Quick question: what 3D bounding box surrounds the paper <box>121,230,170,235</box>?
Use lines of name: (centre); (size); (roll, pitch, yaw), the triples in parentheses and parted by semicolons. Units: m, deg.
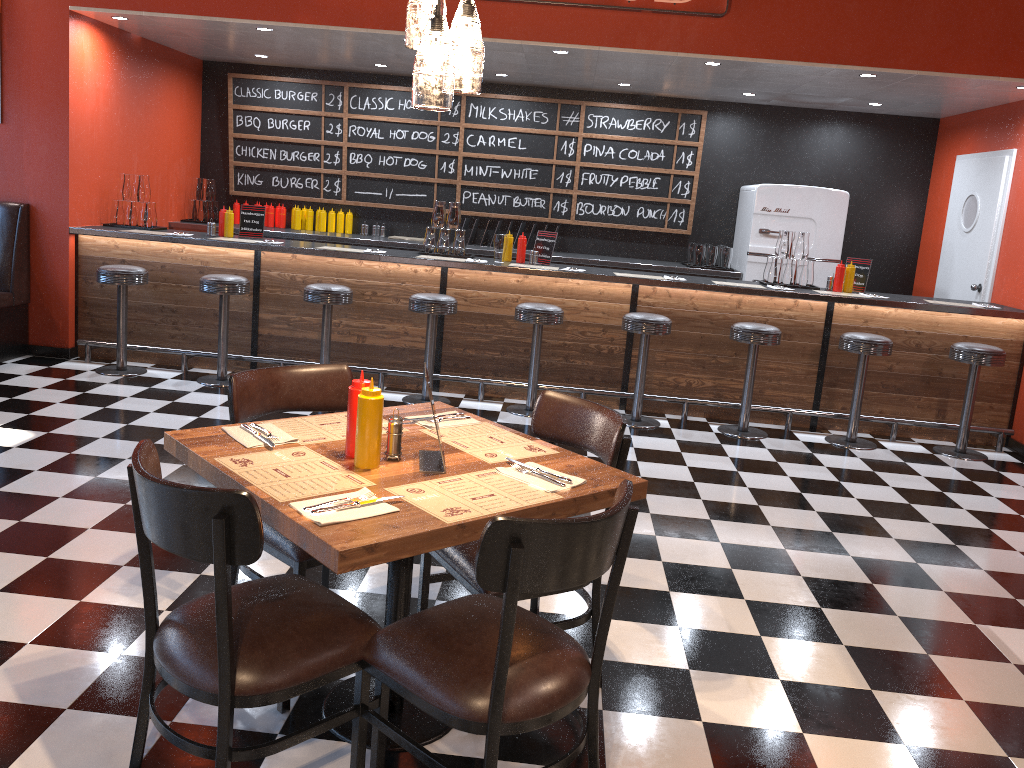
paper: (-2.747, -1.151, 6.724); (0.365, 0.001, 0.263); (6, 12, 4)

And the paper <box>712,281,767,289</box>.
paper: (1.673, -0.733, 6.538); (0.365, 0.001, 0.263); (6, 12, 4)

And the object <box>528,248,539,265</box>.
object: (0.168, -0.977, 6.760); (0.047, 0.135, 0.094); (-2, 13, -36)

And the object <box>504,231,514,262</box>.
object: (-0.028, -1.069, 6.864); (0.068, 0.236, 0.068); (8, 10, 16)

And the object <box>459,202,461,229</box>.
object: (-0.448, -1.321, 6.944); (0.105, 0.207, 0.106); (-4, 13, -41)

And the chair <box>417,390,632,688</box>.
chair: (0.047, 0.495, 2.823); (0.544, 0.861, 0.490); (-1, 12, -30)

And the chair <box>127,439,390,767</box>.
chair: (-0.633, 0.581, 2.149); (0.489, 0.861, 0.546); (14, 14, 41)

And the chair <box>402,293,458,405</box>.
chair: (-0.584, -0.253, 6.304); (0.350, 0.769, 0.349); (14, 14, 42)

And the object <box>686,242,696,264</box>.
object: (1.713, -1.243, 8.455); (0.105, 0.207, 0.106); (-4, 13, -41)

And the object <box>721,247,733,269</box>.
object: (1.941, -1.132, 8.024); (0.105, 0.207, 0.106); (-4, 13, -41)

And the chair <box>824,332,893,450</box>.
chair: (2.406, 0.036, 6.146); (0.348, 0.769, 0.351); (6, 10, 8)

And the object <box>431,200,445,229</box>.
object: (-0.567, -1.311, 6.851); (0.105, 0.207, 0.106); (-4, 13, -41)

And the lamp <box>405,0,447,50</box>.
lamp: (-0.156, -1.867, 2.239); (0.108, 1.951, 0.109); (4, 10, -5)

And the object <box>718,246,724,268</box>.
object: (1.942, -1.156, 8.137); (0.105, 0.207, 0.106); (-4, 13, -41)

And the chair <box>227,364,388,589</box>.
chair: (-0.663, 0.405, 2.961); (0.547, 0.861, 0.487); (14, 14, 42)

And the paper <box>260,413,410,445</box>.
paper: (-0.535, 0.129, 2.683); (0.366, 0.001, 0.262); (-6, 16, -41)

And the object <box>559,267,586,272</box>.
object: (0.456, -0.850, 6.559); (0.158, 0.019, 0.256); (9, 13, 18)

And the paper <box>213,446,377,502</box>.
paper: (-0.553, 0.221, 2.241); (0.261, 0.001, 0.367); (-6, 16, -41)

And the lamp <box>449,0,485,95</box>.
lamp: (-0.052, -1.735, 2.196); (0.108, 1.951, 0.109); (3, 10, -10)

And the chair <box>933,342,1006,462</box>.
chair: (3.154, 0.109, 6.107); (0.349, 0.769, 0.350); (-4, 13, -41)

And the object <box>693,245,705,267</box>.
object: (1.695, -1.157, 8.040); (0.105, 0.207, 0.106); (-4, 13, -41)

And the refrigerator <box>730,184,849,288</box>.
refrigerator: (2.480, -0.913, 8.173); (0.803, 1.790, 0.856); (5, 10, 3)

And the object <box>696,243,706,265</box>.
object: (1.769, -1.216, 8.347); (0.105, 0.207, 0.106); (-4, 13, -41)

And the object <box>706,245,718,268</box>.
object: (1.818, -1.155, 8.082); (0.105, 0.207, 0.106); (-4, 13, -41)

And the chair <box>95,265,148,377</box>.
chair: (-2.826, -0.470, 6.422); (0.349, 0.769, 0.350); (-4, 13, -41)

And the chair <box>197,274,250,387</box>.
chair: (-2.078, -0.398, 6.383); (0.349, 0.769, 0.351); (-3, 12, -36)

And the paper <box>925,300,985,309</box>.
paper: (3.214, -0.583, 6.449); (0.366, 0.001, 0.263); (8, 12, 13)

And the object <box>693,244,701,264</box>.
object: (1.714, -1.178, 8.146); (0.105, 0.207, 0.106); (-4, 13, -41)

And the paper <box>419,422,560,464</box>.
paper: (-0.073, 0.172, 2.666); (0.261, 0.001, 0.368); (-5, 15, -38)

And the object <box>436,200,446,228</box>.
object: (-0.565, -1.330, 6.941); (0.105, 0.207, 0.106); (-4, 13, -41)

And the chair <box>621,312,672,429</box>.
chair: (0.911, -0.108, 6.225); (0.349, 0.769, 0.350); (-4, 13, -41)

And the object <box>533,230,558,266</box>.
object: (0.246, -1.047, 6.828); (0.189, 0.255, 0.072); (13, 13, 37)

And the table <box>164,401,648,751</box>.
table: (-0.334, 0.576, 2.514); (0.961, 0.768, 0.962); (-5, 15, -41)

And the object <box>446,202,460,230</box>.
object: (-0.450, -1.297, 6.833); (0.105, 0.207, 0.106); (-4, 13, -41)

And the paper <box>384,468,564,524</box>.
paper: (-0.092, 0.271, 2.194); (0.366, 0.001, 0.262); (-6, 16, -41)

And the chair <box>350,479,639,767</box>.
chair: (-0.030, 0.636, 2.130); (0.547, 0.861, 0.487); (14, 14, 42)

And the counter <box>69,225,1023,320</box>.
counter: (0.223, -0.875, 6.745); (7.041, 0.050, 0.680); (6, 12, 3)

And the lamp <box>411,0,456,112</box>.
lamp: (-0.123, -1.661, 2.102); (0.108, 1.951, 0.109); (-3, 12, -40)

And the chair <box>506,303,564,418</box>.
chair: (0.164, -0.181, 6.265); (0.349, 0.769, 0.350); (-4, 13, -41)

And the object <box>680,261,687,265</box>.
object: (1.829, -1.130, 8.424); (0.437, 0.018, 0.275); (6, 12, 3)

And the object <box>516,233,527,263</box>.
object: (0.075, -1.052, 6.826); (0.068, 0.236, 0.068); (8, 10, 16)

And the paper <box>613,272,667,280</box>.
paper: (0.941, -0.797, 6.542); (0.365, 0.001, 0.263); (5, 12, -1)

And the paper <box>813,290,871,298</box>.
paper: (2.416, -0.660, 6.491); (0.365, 0.001, 0.263); (6, 12, 4)

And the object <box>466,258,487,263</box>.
object: (-0.262, -0.925, 6.622); (0.157, 0.019, 0.257); (5, 12, -1)

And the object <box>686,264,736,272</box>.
object: (1.816, -1.067, 8.124); (0.437, 0.018, 0.275); (6, 12, 3)

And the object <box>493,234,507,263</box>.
object: (-0.092, -1.028, 6.718); (0.105, 0.207, 0.106); (-4, 13, -41)

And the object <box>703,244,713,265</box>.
object: (1.855, -1.232, 8.458); (0.105, 0.207, 0.106); (-4, 13, -41)

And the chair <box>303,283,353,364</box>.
chair: (-1.331, -0.325, 6.343); (0.349, 0.769, 0.351); (-3, 12, -36)

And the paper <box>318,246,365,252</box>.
paper: (-1.270, -1.016, 6.682); (0.365, 0.001, 0.263); (6, 12, 4)

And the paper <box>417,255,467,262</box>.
paper: (-0.520, -0.941, 6.630); (0.365, 0.001, 0.263); (6, 12, 4)

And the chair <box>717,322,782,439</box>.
chair: (1.659, -0.036, 6.186); (0.348, 0.769, 0.351); (5, 10, 3)

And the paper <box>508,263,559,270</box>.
paper: (0.165, -0.873, 6.587); (0.365, 0.001, 0.263); (6, 12, 4)

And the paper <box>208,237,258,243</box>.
paper: (-2.074, -1.089, 6.702); (0.365, 0.001, 0.263); (6, 12, 4)

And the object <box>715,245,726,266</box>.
object: (1.989, -1.224, 8.473); (0.105, 0.207, 0.106); (-4, 13, -41)

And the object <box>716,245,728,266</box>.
object: (1.975, -1.199, 8.349); (0.105, 0.207, 0.106); (-4, 13, -41)

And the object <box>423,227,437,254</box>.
object: (-0.635, -1.112, 6.888); (0.105, 0.207, 0.106); (-4, 13, -41)
